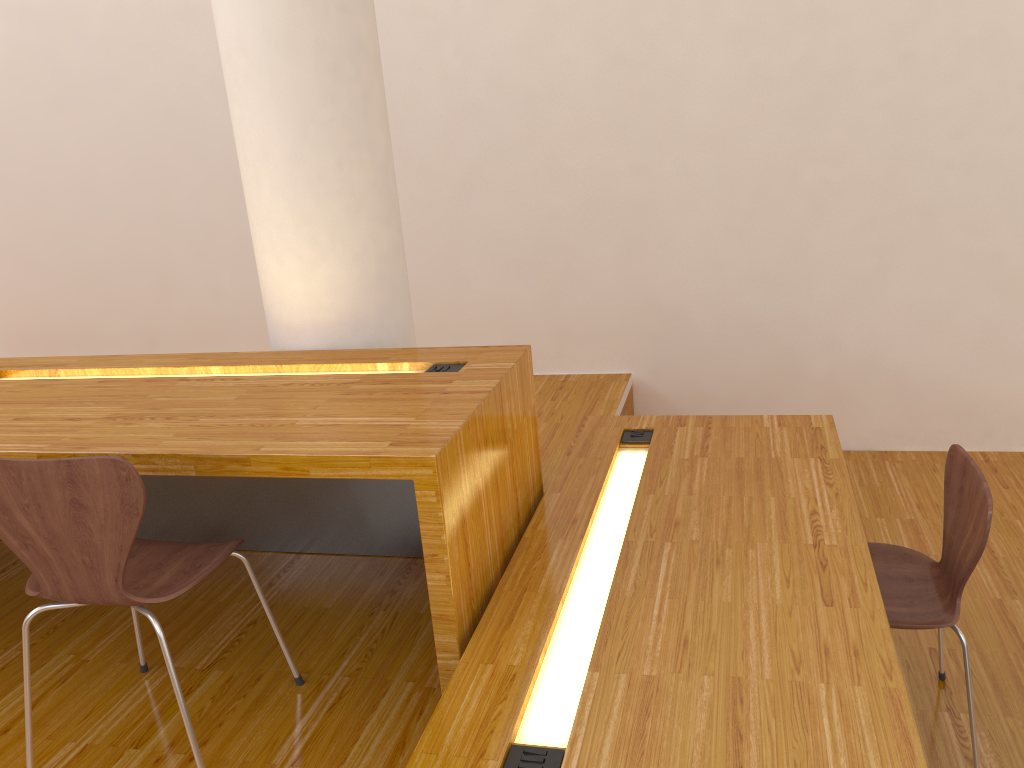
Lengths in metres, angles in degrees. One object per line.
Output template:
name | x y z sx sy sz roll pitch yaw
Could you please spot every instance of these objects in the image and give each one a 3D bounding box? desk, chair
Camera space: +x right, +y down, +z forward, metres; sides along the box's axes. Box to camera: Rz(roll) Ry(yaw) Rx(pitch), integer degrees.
desk | 0.238 0.864 1.385 0.760 0.606 3.185 -1 17 15
chair | 0.901 0.524 2.140 0.381 0.693 0.428 -1 17 15
chair | -0.747 0.401 1.777 0.428 0.693 0.381 -1 17 15
desk | -1.554 0.321 2.425 3.185 0.606 0.760 -1 17 15
